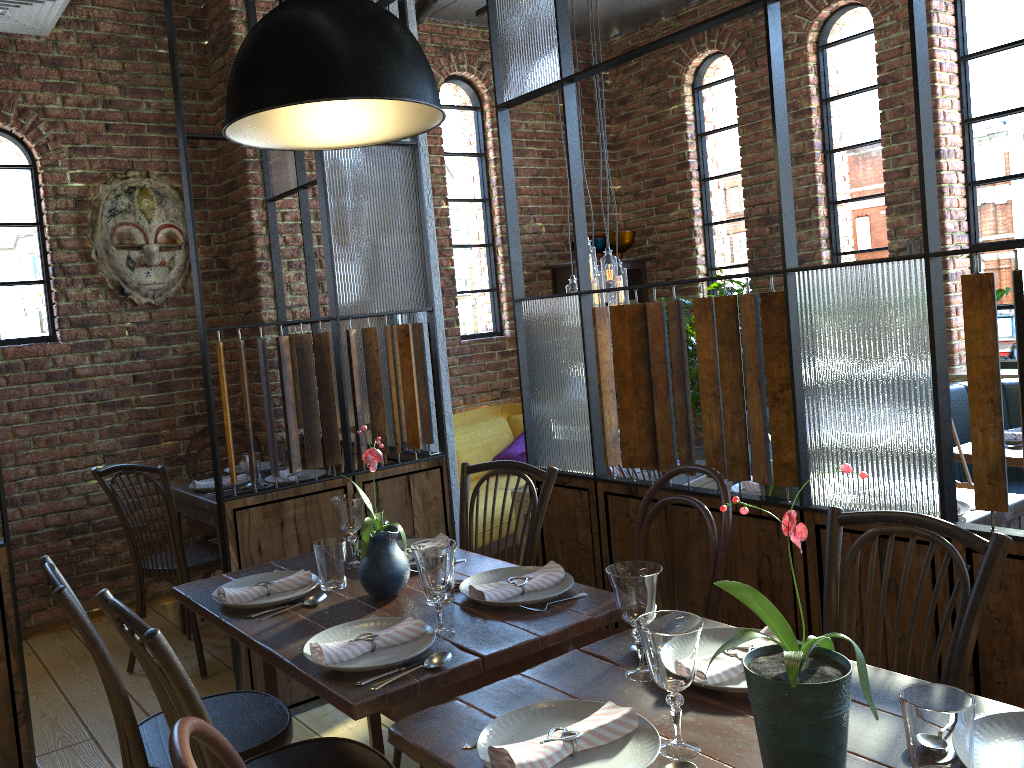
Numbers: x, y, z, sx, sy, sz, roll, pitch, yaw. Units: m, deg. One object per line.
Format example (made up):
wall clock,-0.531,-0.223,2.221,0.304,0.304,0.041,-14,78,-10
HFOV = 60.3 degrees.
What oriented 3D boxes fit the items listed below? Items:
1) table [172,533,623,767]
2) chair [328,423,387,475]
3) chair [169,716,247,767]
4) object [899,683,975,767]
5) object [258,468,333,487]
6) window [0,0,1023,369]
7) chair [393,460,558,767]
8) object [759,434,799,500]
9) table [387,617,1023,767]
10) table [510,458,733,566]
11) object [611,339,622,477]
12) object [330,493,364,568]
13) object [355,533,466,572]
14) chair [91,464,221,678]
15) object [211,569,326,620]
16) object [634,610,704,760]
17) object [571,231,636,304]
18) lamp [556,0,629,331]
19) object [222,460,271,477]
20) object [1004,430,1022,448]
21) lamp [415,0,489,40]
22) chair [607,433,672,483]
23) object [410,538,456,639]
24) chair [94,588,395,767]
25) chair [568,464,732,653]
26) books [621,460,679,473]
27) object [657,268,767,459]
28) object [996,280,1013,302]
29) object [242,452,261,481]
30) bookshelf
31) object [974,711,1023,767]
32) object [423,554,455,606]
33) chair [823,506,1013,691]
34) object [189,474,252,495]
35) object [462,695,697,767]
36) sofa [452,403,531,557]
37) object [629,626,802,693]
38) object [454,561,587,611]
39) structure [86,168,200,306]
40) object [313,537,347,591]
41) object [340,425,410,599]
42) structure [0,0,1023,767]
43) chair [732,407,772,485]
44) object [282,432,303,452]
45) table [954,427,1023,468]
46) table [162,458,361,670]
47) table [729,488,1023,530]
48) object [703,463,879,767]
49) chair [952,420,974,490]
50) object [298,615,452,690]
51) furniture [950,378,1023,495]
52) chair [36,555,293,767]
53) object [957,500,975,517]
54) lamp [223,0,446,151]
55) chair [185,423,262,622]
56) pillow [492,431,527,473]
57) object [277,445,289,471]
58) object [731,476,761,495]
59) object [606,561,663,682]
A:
table,-0.291,0.875,2.194,0.697,0.726,1.077,-8,5,-36
chair,-0.705,0.657,3.653,0.472,1.004,0.512,-3,4,40
chair,-0.118,0.848,1.157,0.535,0.919,0.450,-6,3,-19
object,0.549,0.459,1.131,0.086,0.119,0.082,-4,4,16
object,-0.947,0.402,3.916,0.312,0.051,0.281,-8,6,-32
window,1.816,-1.150,4.229,8.813,2.425,3.334,-4,4,21
chair,-0.117,0.725,2.616,0.424,0.913,0.498,-3,4,38
object,0.738,0.178,2.434,0.138,0.426,0.209,-5,3,-4
table,0.425,0.886,1.252,0.697,0.726,1.077,-8,5,-36
table,0.589,0.710,4.468,0.785,0.507,0.894,-2,5,39
object,0.491,0.129,4.249,0.272,0.703,0.161,-2,4,45
object,-0.445,0.408,2.444,0.097,0.191,0.100,-6,3,-11
object,-0.298,0.463,2.465,0.259,0.051,0.339,-9,6,-33
chair,-1.449,0.751,3.808,0.417,0.913,0.507,-4,3,18
object,-0.614,0.514,2.222,0.259,0.051,0.339,-9,6,-33
object,0.236,0.441,1.287,0.100,0.191,0.097,-5,3,11
object,0.691,-0.179,6.235,0.582,1.758,0.342,-8,4,-42
lamp,0.269,-1.274,4.342,0.495,2.116,0.294,-6,3,-10
object,-1.277,0.403,4.274,0.312,0.051,0.281,-8,6,-32
object,2.050,0.209,3.596,0.312,0.051,0.281,-8,6,-32
lamp,-0.524,-1.696,0.942,6.001,0.273,7.551,-9,6,-36
chair,0.612,0.618,3.052,0.387,0.913,0.546,-8,4,-42
object,-0.158,0.430,1.853,0.096,0.191,0.101,-6,3,-16
chair,-0.491,0.830,1.791,0.499,0.913,0.423,-8,4,-36
chair,0.320,0.707,2.336,0.535,0.919,0.450,-6,3,-19
books,0.717,0.419,4.576,0.268,0.028,0.164,-6,5,-11
object,1.293,0.039,5.575,0.896,1.526,0.696,-3,4,33
object,2.730,-0.387,4.359,0.379,0.662,0.523,-6,4,-13
object,-1.194,0.379,4.053,0.084,0.119,0.085,-6,4,-5
bookshelf,0.682,-0.033,6.245,0.782,1.665,0.331,-8,4,-35
object,0.714,0.478,1.143,0.259,0.051,0.339,-9,6,-33
object,-0.173,0.450,2.059,0.088,0.119,0.081,-3,4,36
chair,0.624,0.737,1.638,0.501,0.913,0.422,-7,4,-31
object,-1.294,0.435,3.918,0.259,0.051,0.339,-9,6,-33
object,0.092,0.525,1.288,0.259,0.051,0.339,-9,6,-33
sofa,-0.209,0.602,5.125,0.827,0.761,1.908,-2,5,37
object,0.381,0.475,1.562,0.259,0.051,0.339,-9,6,-33
object,-0.001,0.467,2.088,0.259,0.051,0.339,-9,6,-33
structure,-1.914,-0.768,4.615,0.564,0.725,0.132,-8,4,-36
object,-0.461,0.461,2.254,0.088,0.119,0.081,-3,4,36
object,-0.331,0.303,2.154,0.133,0.430,0.224,-6,3,-18
structure,-0.532,-0.266,0.549,6.116,3.319,5.772,-2,5,37
chair,1.663,0.280,4.838,1.014,1.095,0.823,-6,4,-12
object,-1.001,0.324,4.058,0.096,0.191,0.101,-6,3,-16
table,2.547,0.559,3.135,0.788,0.659,1.609,-8,5,-37
table,-1.105,0.793,4.092,0.719,0.726,0.784,-8,5,-36
table,0.982,0.718,2.629,0.719,0.726,0.784,-8,5,-36
object,0.364,0.320,1.181,0.201,0.426,0.148,-5,3,-2
chair,1.344,0.519,2.971,0.556,1.004,0.435,-4,4,26
object,-0.278,0.520,1.772,0.259,0.051,0.339,-9,6,-33
furniture,2.756,0.445,3.274,1.308,0.820,2.729,-9,6,-37
chair,-0.792,0.832,2.112,0.501,0.913,0.422,-7,4,-31
object,1.115,0.331,2.424,0.312,0.051,0.281,-8,6,-32
lamp,-0.478,-1.268,2.069,0.512,1.324,0.547,-7,3,-24
chair,-1.469,0.686,4.606,0.429,0.919,0.562,-6,3,-15
pillow,-0.261,0.404,5.136,0.419,0.452,1.430,-2,6,41
object,-1.098,0.356,4.212,0.084,0.119,0.085,-6,4,-5
object,0.823,0.328,2.789,0.312,0.051,0.281,-8,6,-32
object,0.223,0.419,1.554,0.096,0.191,0.101,-6,3,-16
